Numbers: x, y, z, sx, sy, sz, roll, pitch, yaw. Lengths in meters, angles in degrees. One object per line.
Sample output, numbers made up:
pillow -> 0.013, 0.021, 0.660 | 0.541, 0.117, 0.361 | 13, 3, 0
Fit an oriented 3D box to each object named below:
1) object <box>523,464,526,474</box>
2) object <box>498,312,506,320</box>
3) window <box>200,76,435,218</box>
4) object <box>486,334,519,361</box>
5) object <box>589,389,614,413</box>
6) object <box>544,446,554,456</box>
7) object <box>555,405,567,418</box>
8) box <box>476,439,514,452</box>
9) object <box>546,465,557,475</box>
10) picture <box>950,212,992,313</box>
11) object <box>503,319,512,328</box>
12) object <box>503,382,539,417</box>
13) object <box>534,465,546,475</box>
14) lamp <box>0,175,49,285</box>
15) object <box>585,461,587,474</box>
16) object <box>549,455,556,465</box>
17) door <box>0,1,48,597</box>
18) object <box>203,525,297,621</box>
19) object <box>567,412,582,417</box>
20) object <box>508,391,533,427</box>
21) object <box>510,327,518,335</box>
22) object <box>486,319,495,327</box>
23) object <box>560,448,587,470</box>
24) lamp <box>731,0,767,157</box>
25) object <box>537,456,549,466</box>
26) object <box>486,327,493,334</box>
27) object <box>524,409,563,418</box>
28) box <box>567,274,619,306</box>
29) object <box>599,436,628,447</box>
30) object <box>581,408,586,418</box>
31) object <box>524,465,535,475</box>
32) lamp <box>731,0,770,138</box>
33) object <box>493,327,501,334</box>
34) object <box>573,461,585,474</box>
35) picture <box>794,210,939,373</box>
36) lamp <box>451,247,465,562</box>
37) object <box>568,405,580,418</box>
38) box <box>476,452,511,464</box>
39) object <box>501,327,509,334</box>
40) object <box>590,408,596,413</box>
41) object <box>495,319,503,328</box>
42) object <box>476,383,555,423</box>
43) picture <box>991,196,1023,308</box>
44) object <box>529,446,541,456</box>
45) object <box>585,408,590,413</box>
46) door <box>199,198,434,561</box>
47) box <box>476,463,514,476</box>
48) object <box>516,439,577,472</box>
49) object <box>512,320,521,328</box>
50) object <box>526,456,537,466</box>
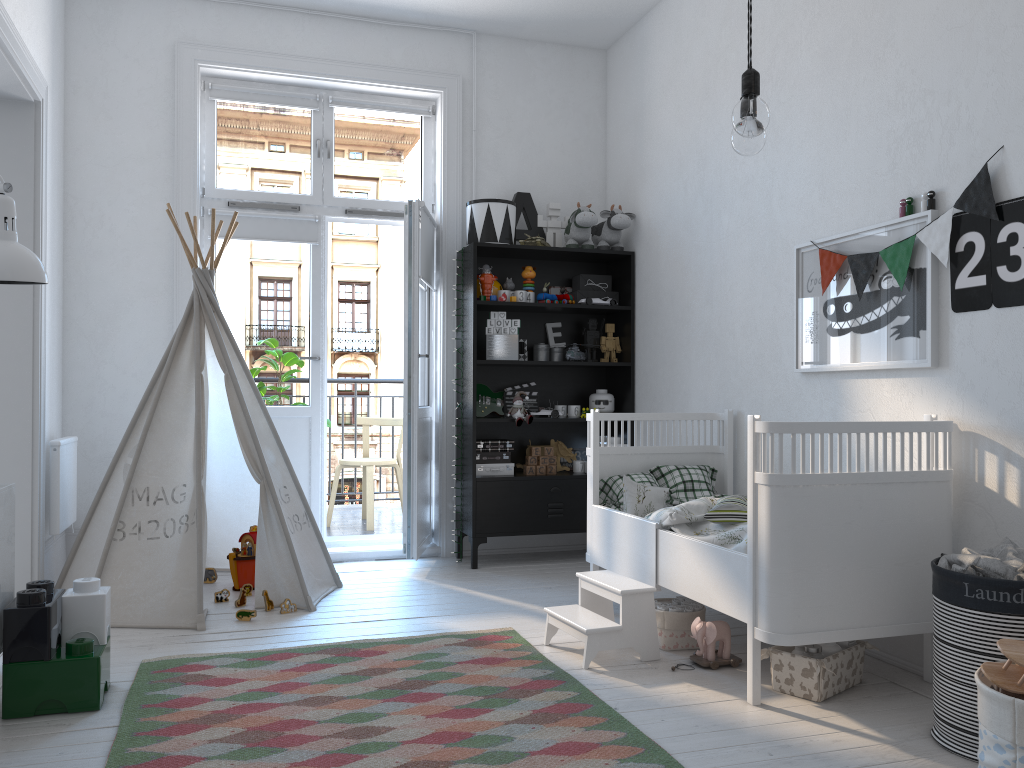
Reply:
object -> 0.092, 0.462, 4.796 | 0.050, 0.050, 0.050 | 0, -1, -18
object -> -0.053, -0.359, 4.673 | 0.040, 0.040, 0.040 | 0, -1, -8
window -> -1.031, -1.277, 4.834 | 1.263, 0.660, 0.101 | 0, 0, -18
object -> -0.054, -0.190, 4.707 | 0.170, 0.138, 0.124 | 0, -1, -3
object -> 0.499, 0.111, 4.934 | 0.139, 0.162, 0.139 | 1, -1, -43
object -> 0.199, 0.363, 4.788 | 0.050, 0.050, 0.050 | 0, -1, 2
object -> 0.267, 0.150, 4.855 | 0.067, 0.067, 0.067 | 0, -1, -4
box -> -0.115, 0.331, 4.767 | 0.215, 0.062, 0.179 | 0, -1, -18
object -> 0.214, 0.462, 4.777 | 0.050, 0.050, 0.050 | 0, -1, 12
picture -> 1.371, -0.368, 2.651 | 0.010, 0.301, 0.152 | 0, 0, -18
object -> -0.022, -0.318, 4.674 | 0.040, 0.040, 0.040 | 0, -1, 12
object -> 0.051, 0.086, 4.902 | 0.201, 0.199, 0.048 | 0, 0, -18
object -> 0.150, 0.461, 4.757 | 0.050, 0.050, 0.050 | 0, -1, -13
lamp -> -1.307, -0.572, 1.956 | 0.200, 0.655, 0.651 | 0, -1, 16
object -> 0.431, 0.454, 4.811 | 0.067, 0.067, 0.067 | 0, -1, -4
object -> 0.208, 0.412, 4.804 | 0.050, 0.050, 0.050 | 0, -1, -18
door -> -2.033, -0.159, 3.368 | 0.505, 2.177, 1.465 | 0, -1, -33
object -> -1.107, 0.793, 3.887 | 0.385, 0.283, 0.856 | 1, -1, -26
object -> 0.332, 0.169, 4.992 | 0.163, 0.034, 0.069 | 0, -1, -18
object -> 0.046, 0.129, 4.620 | 0.110, 0.186, 0.129 | 1, -1, -31
object -> 0.011, -0.278, 4.675 | 0.040, 0.040, 0.040 | 0, -1, 12
object -> -0.113, -0.319, 4.669 | 0.040, 0.040, 0.040 | 0, -1, -8
object -> 0.309, 0.428, 5.042 | 0.347, 0.120, 0.034 | 0, 0, -18
lamp -> 0.059, -1.244, 2.366 | 0.074, 1.530, 1.381 | 1, -1, -43
object -> 0.165, 0.412, 4.762 | 0.050, 0.050, 0.050 | 0, -1, -18
object -> -0.118, -0.279, 4.669 | 0.040, 0.040, 0.040 | 0, -1, -3
object -> 0.159, 0.159, 4.779 | 0.230, 0.048, 0.098 | 0, -1, 7
box -> 0.460, -0.515, 4.983 | 0.251, 0.189, 0.179 | 0, -1, -18
object -> 0.537, 0.390, 4.930 | 0.132, 0.199, 0.267 | 0, -1, -18
object -> 0.388, 0.156, 4.789 | 0.031, 0.054, 0.042 | 0, -1, 32
object -> 0.094, 0.461, 4.739 | 0.050, 0.050, 0.050 | 0, -1, -18
lamp -> 0.027, -1.246, 2.230 | 0.074, 1.530, 1.381 | 1, -1, -43
object -> -0.080, -0.278, 4.678 | 0.040, 0.040, 0.040 | 0, -1, -13
object -> 0.367, 0.454, 4.848 | 0.067, 0.067, 0.067 | 0, -1, -4
picture -> 1.215, -0.294, 3.107 | 0.030, 0.492, 0.703 | 0, -1, -18
lamp -> 0.138, 0.112, 4.894 | 0.985, 1.684, 0.095 | 0, 0, -20
object -> 0.338, 0.150, 4.829 | 0.067, 0.067, 0.067 | 0, -1, -4
box -> -0.133, 0.392, 4.759 | 0.215, 0.062, 0.179 | 0, -1, -18
object -> -0.035, -0.278, 4.673 | 0.040, 0.040, 0.040 | 0, -1, -3
object -> 0.450, 0.157, 4.834 | 0.042, 0.054, 0.031 | 0, -1, 27
object -> -0.067, -0.318, 4.672 | 0.040, 0.040, 0.040 | 0, -1, 2
object -> 0.004, 0.118, 4.914 | 0.542, 0.239, 0.093 | 0, -1, -17
picture -> 1.418, -0.372, 2.505 | 0.013, 0.305, 0.153 | 0, 0, -18
object -> 0.124, 0.362, 4.762 | 0.050, 0.050, 0.050 | 0, -1, -18
object -> 0.412, 0.157, 4.853 | 0.042, 0.054, 0.031 | 0, -1, -18
door -> -0.969, -0.031, 4.587 | 1.264, 1.838, 0.637 | 0, 0, -16
box -> -0.115, 0.454, 4.765 | 0.215, 0.062, 0.179 | 0, -1, -18
object -> 0.192, 0.398, 4.911 | 0.337, 0.186, 0.111 | 0, -1, -3
object -> 0.023, -0.318, 4.676 | 0.040, 0.040, 0.040 | 0, -1, 7
object -> 0.105, 0.411, 4.764 | 0.050, 0.050, 0.050 | 0, -1, -18
